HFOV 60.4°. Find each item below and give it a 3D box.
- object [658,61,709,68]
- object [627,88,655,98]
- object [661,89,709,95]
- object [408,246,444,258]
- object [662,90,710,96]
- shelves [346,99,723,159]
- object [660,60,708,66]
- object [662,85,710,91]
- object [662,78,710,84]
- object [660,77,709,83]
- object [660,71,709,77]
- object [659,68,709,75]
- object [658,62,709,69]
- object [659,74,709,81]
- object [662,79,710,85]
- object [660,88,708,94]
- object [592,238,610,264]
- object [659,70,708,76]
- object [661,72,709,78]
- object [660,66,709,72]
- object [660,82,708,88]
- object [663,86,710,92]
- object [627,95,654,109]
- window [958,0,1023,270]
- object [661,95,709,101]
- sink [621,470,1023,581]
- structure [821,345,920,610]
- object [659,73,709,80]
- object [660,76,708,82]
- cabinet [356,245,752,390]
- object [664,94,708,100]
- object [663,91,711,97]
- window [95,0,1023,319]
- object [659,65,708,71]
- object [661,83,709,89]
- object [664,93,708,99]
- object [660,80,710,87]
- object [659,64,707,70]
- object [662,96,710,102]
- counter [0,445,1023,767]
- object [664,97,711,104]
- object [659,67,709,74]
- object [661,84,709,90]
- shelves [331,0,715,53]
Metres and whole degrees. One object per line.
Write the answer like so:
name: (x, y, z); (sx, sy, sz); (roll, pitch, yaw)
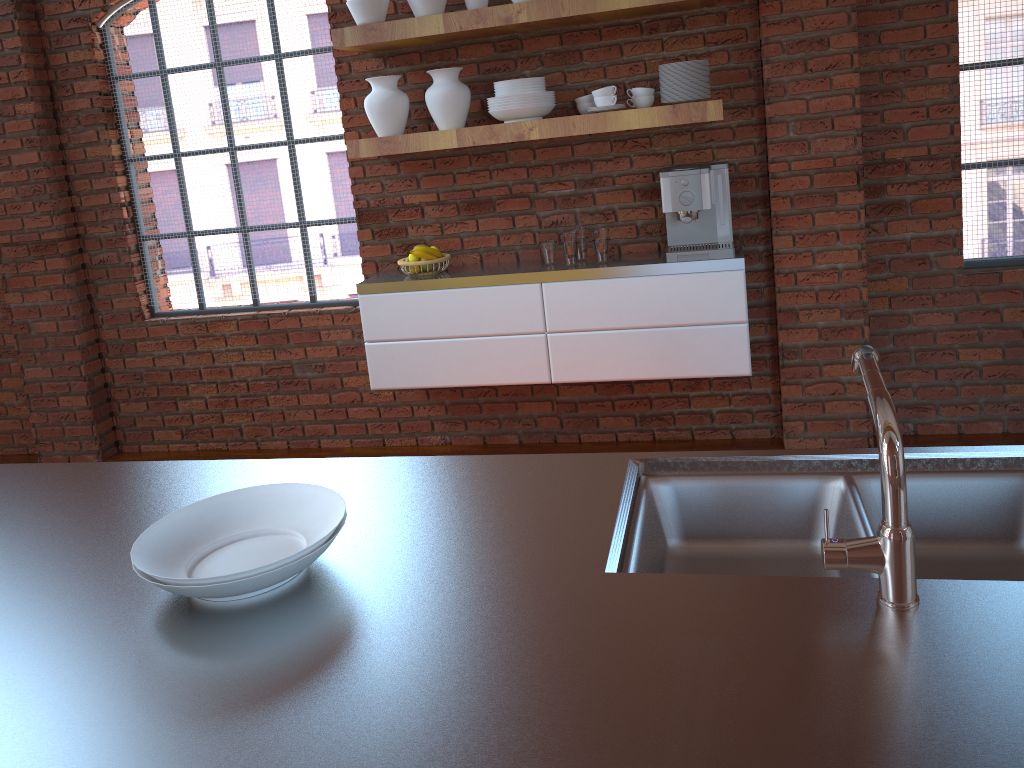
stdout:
object: (0.675, -1.252, 3.465); (0.194, 0.013, 0.199); (3, 19, 30)
object: (0.532, -1.177, 3.579); (0.100, 0.057, 0.094); (5, 18, 36)
object: (0.686, -1.149, 3.482); (0.194, 0.013, 0.199); (3, 19, 30)
object: (-0.363, -0.565, 3.837); (0.187, 0.083, 0.067); (-18, 17, -37)
object: (0.687, -1.145, 3.483); (0.194, 0.013, 0.199); (3, 19, 30)
shelves: (0.090, -1.061, 3.669); (1.533, 0.075, 0.347); (-2, 16, 14)
object: (0.675, -1.256, 3.464); (0.194, 0.013, 0.199); (3, 19, 30)
object: (0.685, -1.163, 3.480); (0.194, 0.013, 0.199); (3, 19, 30)
object: (0.682, -1.189, 3.475); (0.194, 0.013, 0.199); (3, 19, 30)
object: (0.682, -1.194, 3.475); (0.194, 0.013, 0.199); (3, 19, 30)
object: (0.679, -1.216, 3.471); (0.194, 0.013, 0.199); (3, 19, 30)
object: (0.678, -1.225, 3.469); (0.194, 0.013, 0.199); (3, 19, 30)
object: (0.676, -1.247, 3.466); (0.194, 0.013, 0.199); (3, 19, 30)
object: (0.681, -1.203, 3.473); (0.194, 0.013, 0.199); (3, 19, 30)
object: (0.682, -1.185, 3.476); (0.194, 0.013, 0.199); (3, 19, 30)
object: (0.686, -1.154, 3.481); (0.194, 0.013, 0.199); (3, 19, 30)
object: (0.372, -0.550, 3.641); (0.078, 0.102, 0.079); (0, 13, 26)
object: (0.679, -1.220, 3.470); (0.194, 0.013, 0.199); (3, 19, 30)
object: (0.680, -1.211, 3.472); (0.194, 0.013, 0.199); (3, 19, 30)
object: (0.677, -1.234, 3.468); (0.194, 0.013, 0.199); (3, 19, 30)
object: (0.683, -1.176, 3.478); (0.194, 0.013, 0.199); (3, 19, 30)
object: (0.685, -1.159, 3.481); (0.194, 0.013, 0.199); (3, 19, 30)
object: (0.532, -1.144, 3.579); (0.094, 0.046, 0.099); (-19, 20, -40)
window: (2.351, -1.286, 3.356); (1.266, 1.636, 0.086); (-3, 10, 14)
object: (0.689, -1.127, 3.486); (0.194, 0.013, 0.199); (3, 19, 30)
sink: (0.481, 0.287, 1.231); (0.612, 0.195, 0.420); (-2, 15, 13)
structure: (0.405, 0.097, 1.036); (0.099, 0.243, 0.205); (-4, 13, 14)
object: (0.680, -1.207, 3.472); (0.194, 0.013, 0.199); (3, 19, 30)
object: (0.681, -1.198, 3.474); (0.194, 0.013, 0.199); (3, 19, 30)
cabinet: (0.177, -0.281, 3.802); (1.619, 0.466, 0.346); (-2, 13, 14)
object: (0.688, -1.132, 3.485); (0.194, 0.013, 0.199); (3, 19, 30)
object: (0.687, -1.140, 3.484); (0.194, 0.013, 0.199); (3, 19, 30)
window: (2.377, -1.755, 5.704); (17.402, 9.714, 3.714); (-5, 10, 4)
object: (0.677, -1.239, 3.467); (0.194, 0.013, 0.199); (3, 19, 30)
object: (0.684, -1.172, 3.478); (0.194, 0.013, 0.199); (3, 19, 30)
object: (0.688, -1.136, 3.485); (0.194, 0.013, 0.199); (3, 19, 30)
object: (0.683, -1.181, 3.477); (0.194, 0.013, 0.199); (3, 19, 30)
object: (0.676, -1.243, 3.466); (0.194, 0.013, 0.199); (3, 19, 30)
object: (0.689, -1.123, 3.487); (0.194, 0.013, 0.199); (3, 19, 30)
counter: (-0.710, 0.363, 1.198); (3.136, 0.127, 1.053); (-2, 17, 14)
object: (0.690, -1.118, 3.488); (0.194, 0.013, 0.199); (3, 19, 30)
object: (0.678, -1.230, 3.469); (0.194, 0.013, 0.199); (3, 19, 30)
object: (0.684, -1.168, 3.479); (0.194, 0.013, 0.199); (3, 19, 30)
shelves: (0.042, -1.496, 3.595); (1.533, 0.075, 0.347); (-2, 16, 14)
